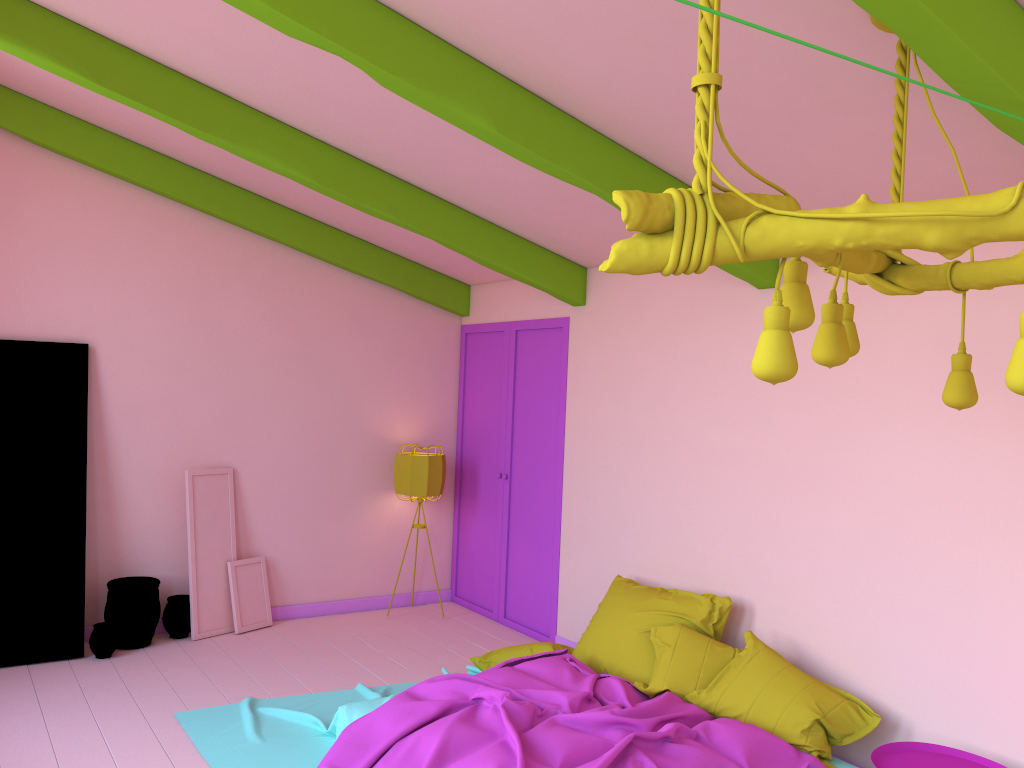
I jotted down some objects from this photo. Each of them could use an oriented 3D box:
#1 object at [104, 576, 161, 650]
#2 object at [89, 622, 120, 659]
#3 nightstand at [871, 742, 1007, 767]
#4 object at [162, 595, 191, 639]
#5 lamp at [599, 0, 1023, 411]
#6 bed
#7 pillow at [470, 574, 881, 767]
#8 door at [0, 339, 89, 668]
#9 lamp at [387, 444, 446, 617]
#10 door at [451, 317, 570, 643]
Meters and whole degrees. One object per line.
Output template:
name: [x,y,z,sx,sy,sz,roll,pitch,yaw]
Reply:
object: [-2.795,1.686,6.535,0.386,0.471,0.386,2,0,9]
object: [-2.865,1.805,6.231,0.199,0.234,0.199,2,0,24]
nightstand: [1.835,1.866,3.767,0.596,0.458,0.596,2,0,4]
object: [-2.543,1.785,6.791,0.260,0.306,0.260,2,0,-1]
lamp: [1.377,-1.000,2.079,1.775,2.264,1.611,2,0,39]
bed: [0.116,1.779,4.486,2.803,0.514,3.575,3,0,-33]
pillow: [0.893,1.652,5.296,0.848,0.822,2.616,2,0,-43]
door: [-3.535,0.791,6.042,1.153,2.211,0.450,2,0,-33]
lamp: [-0.805,1.262,7.747,0.491,1.466,0.476,2,0,-3]
door: [-0.058,0.761,7.573,0.108,2.590,1.677,2,0,-33]
